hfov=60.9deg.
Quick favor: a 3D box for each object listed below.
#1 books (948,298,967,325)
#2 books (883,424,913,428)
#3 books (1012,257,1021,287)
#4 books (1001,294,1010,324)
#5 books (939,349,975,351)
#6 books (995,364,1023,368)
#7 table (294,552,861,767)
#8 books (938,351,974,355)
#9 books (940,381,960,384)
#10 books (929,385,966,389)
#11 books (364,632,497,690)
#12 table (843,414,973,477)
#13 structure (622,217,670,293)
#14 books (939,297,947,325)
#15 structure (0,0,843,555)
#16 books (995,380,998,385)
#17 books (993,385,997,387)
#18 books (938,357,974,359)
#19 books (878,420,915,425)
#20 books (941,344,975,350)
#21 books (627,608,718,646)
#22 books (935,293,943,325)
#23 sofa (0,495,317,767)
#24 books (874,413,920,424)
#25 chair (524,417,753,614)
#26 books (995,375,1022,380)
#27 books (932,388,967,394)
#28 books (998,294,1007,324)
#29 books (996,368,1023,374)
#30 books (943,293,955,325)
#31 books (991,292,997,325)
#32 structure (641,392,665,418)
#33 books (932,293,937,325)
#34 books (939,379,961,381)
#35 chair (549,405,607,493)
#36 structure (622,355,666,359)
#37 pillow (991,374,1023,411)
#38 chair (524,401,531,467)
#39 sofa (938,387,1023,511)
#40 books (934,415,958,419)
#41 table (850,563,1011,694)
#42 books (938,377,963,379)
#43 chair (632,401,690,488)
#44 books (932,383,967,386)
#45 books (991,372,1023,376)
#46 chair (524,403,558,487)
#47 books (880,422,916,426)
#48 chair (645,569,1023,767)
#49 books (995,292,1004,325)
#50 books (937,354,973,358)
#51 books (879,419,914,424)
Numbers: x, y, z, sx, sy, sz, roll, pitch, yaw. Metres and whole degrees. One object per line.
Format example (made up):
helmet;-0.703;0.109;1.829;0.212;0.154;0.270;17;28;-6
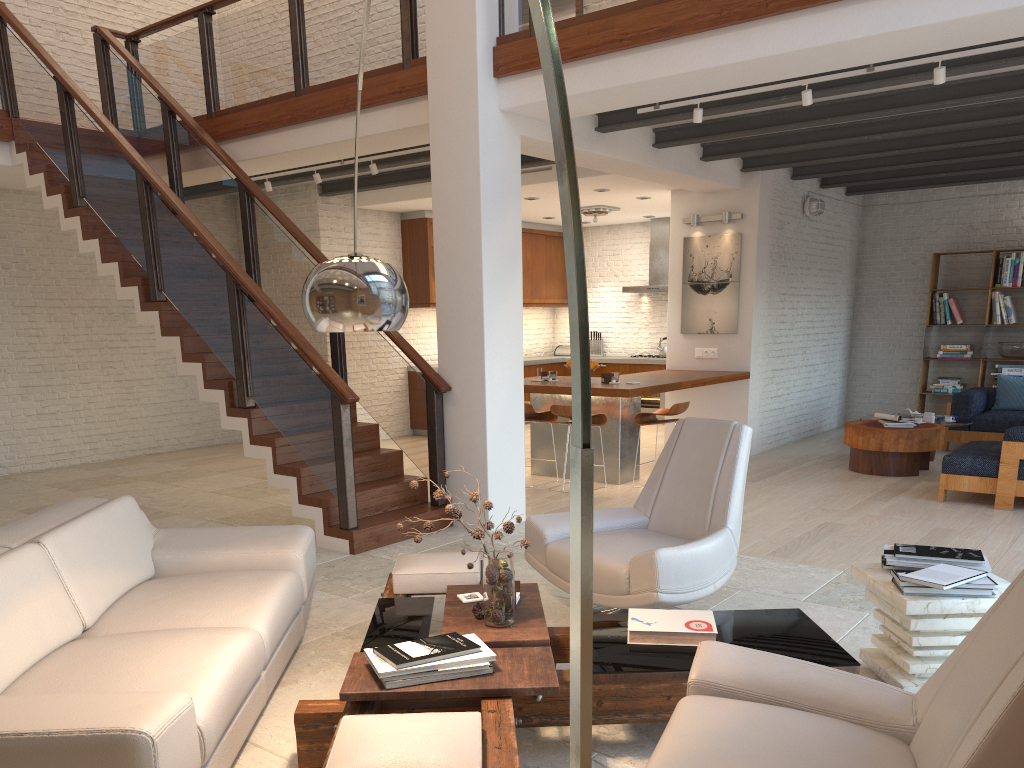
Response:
books;5.469;-0.893;10.707;0.192;0.330;0.249;8;14;37
books;3.707;0.393;8.392;0.252;0.011;0.309;0;5;17
books;5.936;-1.308;10.228;0.055;0.341;0.249;10;15;38
books;5.886;-0.888;10.375;0.123;0.361;0.265;9;15;38
books;5.503;-0.420;10.784;0.352;0.021;0.266;2;6;36
books;6.023;-0.217;10.436;0.376;0.038;0.239;2;6;38
table;0.220;1.097;3.329;1.970;0.444;2.139;-1;5;-1
books;5.493;-0.389;10.775;0.377;0.038;0.238;2;5;31
books;5.486;-0.022;10.917;0.204;0.035;0.130;3;6;38
books;5.467;0.032;10.929;0.376;0.038;0.239;2;6;38
books;-0.273;0.922;2.923;0.399;0.077;0.243;-3;6;-19
table;3.968;0.588;8.916;1.062;0.461;1.799;5;8;44
structure;2.098;-1.806;12.241;0.974;1.027;0.446;6;14;37
books;5.357;-0.906;10.800;0.101;0.345;0.249;10;15;38
structure;-0.448;-1.078;6.797;10.050;4.280;13.574;4;7;38
books;6.023;-0.021;10.470;0.378;0.067;0.238;1;6;24
books;6.025;0.038;10.504;0.358;0.057;0.277;3;6;40
books;5.501;-0.325;10.802;0.352;0.021;0.266;2;6;38
books;3.699;0.371;8.390;0.252;0.011;0.309;0;4;7
books;5.508;-0.458;10.768;0.323;0.057;0.250;3;6;40
books;0.607;0.927;3.330;0.326;0.058;0.247;0;5;8
books;5.304;-0.932;10.809;0.090;0.398;0.238;10;16;38
sofa;-1.523;0.958;3.358;1.144;0.780;2.259;-1;5;-2
books;3.731;0.342;8.446;0.272;0.113;0.314;-3;6;-19
chair;0.723;0.712;4.422;0.960;1.051;1.005;-8;12;-35
books;5.993;-0.082;10.462;0.324;0.057;0.249;2;6;33
books;5.479;0.080;10.922;0.251;0.057;0.321;-5;7;-42
books;5.864;-0.888;10.381;0.123;0.361;0.265;9;15;38
books;6.030;-0.165;10.450;0.377;0.067;0.238;2;6;32
books;5.381;-0.925;10.737;0.119;0.394;0.238;10;16;38
books;5.800;-0.909;10.442;0.100;0.397;0.238;10;16;38
structure;2.041;0.172;12.632;0.662;0.597;0.489;6;12;37
books;5.270;-0.932;10.826;0.090;0.398;0.238;10;16;38
books;5.485;-0.049;10.919;0.235;0.019;0.167;2;5;31
chair;0.573;0.564;7.864;0.399;0.802;0.412;8;15;37
structure;2.077;-0.392;12.547;0.803;0.033;0.578;2;6;38
pillow;5.672;0.102;9.705;0.550;0.423;0.218;5;13;36
chair;0.038;0.490;8.928;0.417;0.802;0.394;8;15;37
sofa;5.012;0.509;8.251;2.058;0.682;3.870;3;6;38
books;4.559;0.348;9.209;0.231;0.023;0.158;-1;5;-4
table;1.686;1.022;3.496;0.495;0.521;0.478;-1;10;-2
books;5.479;-0.074;10.892;0.249;0.018;0.159;2;6;38
chair;1.383;0.546;7.911;0.417;0.802;0.394;8;15;37
books;5.473;0.006;10.905;0.377;0.019;0.238;2;5;30
books;6.013;-0.121;10.452;0.440;0.021;0.266;2;6;38
chair;0.148;0.546;8.185;0.399;0.802;0.412;8;15;37
books;3.715;0.381;8.403;0.252;0.011;0.309;0;4;7
chair;0.841;0.886;2.164;0.979;1.033;0.996;3;10;22
books;5.815;-0.905;10.401;0.102;0.397;0.238;10;16;38
books;5.489;-0.353;10.796;0.377;0.038;0.239;2;6;33
books;3.692;0.361;8.382;0.252;0.011;0.309;0;5;12
